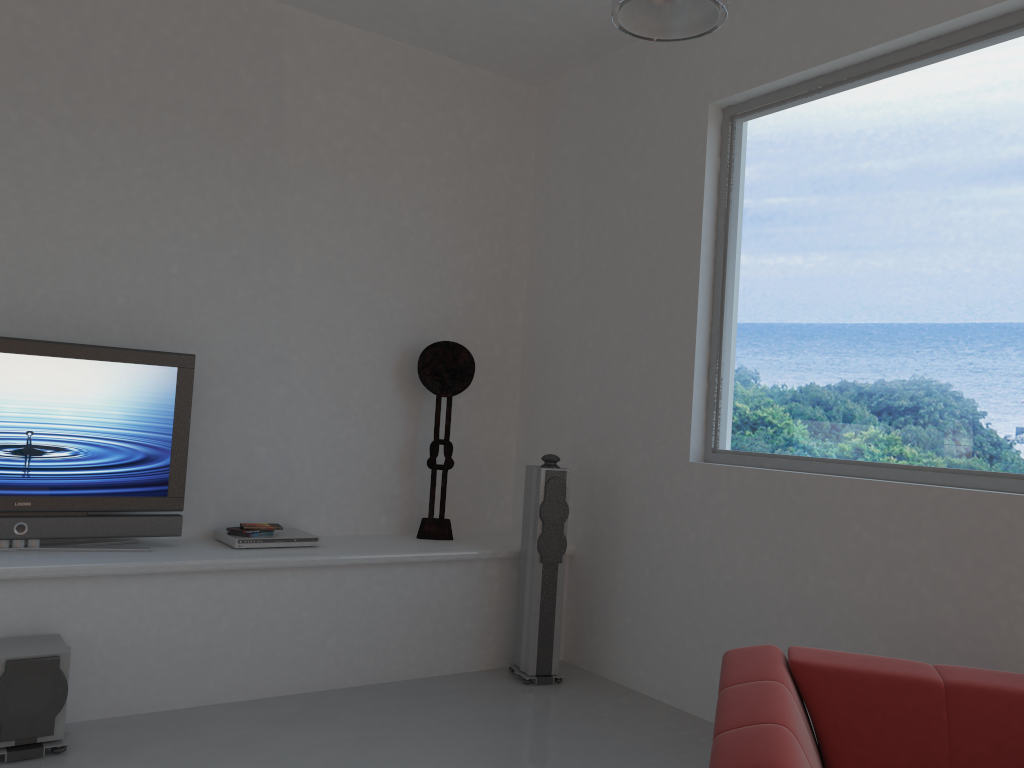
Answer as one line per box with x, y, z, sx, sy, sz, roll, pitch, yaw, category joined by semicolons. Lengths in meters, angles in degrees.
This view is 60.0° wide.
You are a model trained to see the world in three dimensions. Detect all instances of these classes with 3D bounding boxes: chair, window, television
1.048;1.131;2.062;1.288;0.738;0.951;3;-3;15;chair
1.738;-0.500;3.518;0.100;1.800;2.400;5;-3;-34;window
-2.124;0.264;3.884;1.356;0.919;0.343;5;-3;-34;television

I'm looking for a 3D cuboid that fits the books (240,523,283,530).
-1.257;0.714;4.445;0.190;0.015;0.135;5;-3;-24;books

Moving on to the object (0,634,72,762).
-1.854;1.184;3.370;0.336;0.374;0.337;5;-3;-34;object

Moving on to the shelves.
-2.084;0.748;3.771;5.500;0.050;0.650;5;-3;-34;shelves

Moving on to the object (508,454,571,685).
0.160;0.963;4.718;0.255;1.184;0.273;4;-3;-19;object

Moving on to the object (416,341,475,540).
-0.404;0.317;5.070;0.331;1.130;0.108;4;-2;-10;object

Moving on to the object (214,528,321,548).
-1.241;0.777;4.492;0.430;0.045;0.352;5;-3;-34;object

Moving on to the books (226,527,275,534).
-1.302;0.725;4.420;0.135;0.015;0.190;2;-3;35;books

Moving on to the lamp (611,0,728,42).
0.541;-1.608;2.943;0.379;0.800;0.379;3;-2;5;lamp

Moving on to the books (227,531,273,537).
-1.301;0.740;4.417;0.135;0.015;0.190;3;-3;20;books
